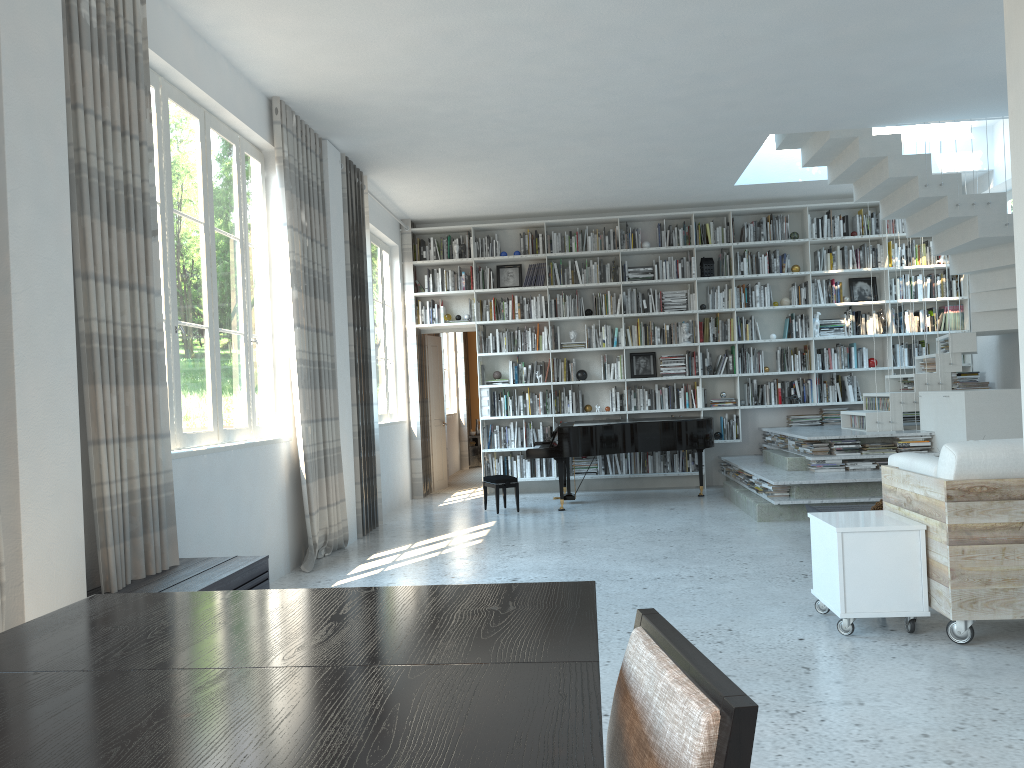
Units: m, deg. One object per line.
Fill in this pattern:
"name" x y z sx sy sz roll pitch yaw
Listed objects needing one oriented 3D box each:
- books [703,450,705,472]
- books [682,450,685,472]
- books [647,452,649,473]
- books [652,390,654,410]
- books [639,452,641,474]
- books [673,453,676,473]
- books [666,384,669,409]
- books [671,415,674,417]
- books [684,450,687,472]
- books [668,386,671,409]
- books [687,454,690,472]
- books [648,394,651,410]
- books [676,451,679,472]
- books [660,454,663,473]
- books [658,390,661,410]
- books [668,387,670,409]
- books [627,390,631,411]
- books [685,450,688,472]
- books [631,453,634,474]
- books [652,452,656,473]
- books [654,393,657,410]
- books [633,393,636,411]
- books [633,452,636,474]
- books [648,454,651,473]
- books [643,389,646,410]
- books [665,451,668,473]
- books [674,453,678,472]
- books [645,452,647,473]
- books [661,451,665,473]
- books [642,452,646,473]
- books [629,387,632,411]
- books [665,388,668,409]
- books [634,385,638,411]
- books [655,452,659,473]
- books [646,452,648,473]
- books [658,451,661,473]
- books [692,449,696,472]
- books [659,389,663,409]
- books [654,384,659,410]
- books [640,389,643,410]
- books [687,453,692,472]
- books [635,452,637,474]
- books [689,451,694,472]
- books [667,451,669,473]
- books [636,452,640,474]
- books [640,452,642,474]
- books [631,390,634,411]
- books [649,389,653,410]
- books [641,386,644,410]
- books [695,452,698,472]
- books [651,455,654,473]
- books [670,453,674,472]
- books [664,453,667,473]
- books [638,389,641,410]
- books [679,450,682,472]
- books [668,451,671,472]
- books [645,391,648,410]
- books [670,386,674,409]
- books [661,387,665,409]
"books" 2.157 0.861 10.117 0.038 0.269 0.277 -3 -1 5
"books" 1.958 0.847 10.184 0.013 0.317 0.186 -3 0 5
"books" 1.564 0.896 10.247 0.012 0.255 0.150 -3 0 5
"books" 1.625 0.182 10.231 0.013 0.230 0.139 -3 0 5
"books" 1.469 0.859 10.242 0.012 0.337 0.144 -3 0 5
"books" 1.865 0.907 10.192 0.010 0.206 0.180 -3 0 5
"books" 1.793 0.147 10.231 0.014 0.286 0.134 -3 0 5
"books" 1.840 0.508 10.143 0.013 0.303 0.181 -3 0 5
"books" 1.982 0.885 10.206 0.028 0.239 0.140 -3 0 5
"books" 1.815 0.158 10.212 0.010 0.261 0.181 -3 0 5
"books" 2.020 0.907 10.198 0.024 0.191 0.155 -3 0 5
"books" 1.575 0.207 10.218 0.029 0.184 0.174 -3 0 5
"books" 1.903 0.862 10.195 0.011 0.292 0.184 -3 0 5
"books" 1.724 0.915 10.228 0.024 0.203 0.144 -3 0 5
"books" 1.694 0.184 10.234 0.025 0.220 0.140 -3 0 5
"books" 1.806 0.163 10.223 0.011 0.251 0.158 -3 0 5
"books" 1.350 0.188 10.260 0.029 0.244 0.154 -3 0 5
"books" 2.000 0.875 10.190 0.011 0.258 0.171 -3 0 5
"books" 1.390 0.903 10.239 0.026 0.256 0.183 -3 0 5
"books" 1.638 0.873 10.234 0.026 0.294 0.155 -3 0 5
"books" 1.643 0.198 10.217 0.023 0.196 0.165 -3 0 5
"books" 1.415 0.203 10.249 0.024 0.208 0.170 -3 0 5
"books" 1.408 0.880 10.238 0.014 0.301 0.184 -3 0 5
"books" 1.582 0.919 10.221 0.028 0.206 0.175 -3 0 5
"books" 1.528 0.180 10.248 0.021 0.244 0.141 -3 0 5
"books" 1.773 0.846 10.206 0.014 0.335 0.183 -3 0 5
"books" 1.885 0.904 10.195 0.029 0.210 0.170 -3 0 5
"books" 1.540 0.906 10.244 0.012 0.239 0.128 -3 0 5
"books" 1.739 0.873 10.213 0.013 0.285 0.185 -3 0 5
"books" 1.523 0.902 10.249 0.022 0.247 0.144 -3 0 5
"books" 1.369 0.171 10.251 0.011 0.275 0.146 -3 0 5
"books" 1.772 0.168 10.209 0.026 0.245 0.191 -3 0 5
"books" 1.440 0.161 10.264 0.027 0.290 0.140 -3 0 5
"books" 1.668 0.902 10.235 0.030 0.234 0.138 -3 0 5
"books" 1.551 0.886 10.247 0.012 0.276 0.154 -3 0 5
"books" 1.696 0.887 10.232 0.028 0.261 0.132 -3 0 5
"books" 2.085 0.872 10.185 0.013 0.256 0.176 -3 0 5
"books" 1.720 0.174 10.225 0.031 0.237 0.159 -3 0 5
"books" 1.666 0.149 10.228 0.026 0.291 0.152 -3 0 5
"books" 1.490 0.180 10.236 0.027 0.245 0.179 -3 0 5
"books" 2.041 0.899 10.186 0.022 0.205 0.191 -3 0 5
"books" 1.423 0.860 10.253 0.014 0.340 0.139 -3 0 5
"books" 2.067 0.887 10.196 0.028 0.227 0.162 -3 0 5
"books" 1.788 0.869 10.206 0.014 0.288 0.184 -3 0 5
"books" 1.453 0.897 10.254 0.025 0.263 0.145 -3 0 5
"books" 1.492 0.871 10.241 0.034 0.311 0.170 -3 0 5
"books" 1.388 0.191 10.239 0.027 0.234 0.167 -3 0 5
"books" 1.603 0.179 10.222 0.029 0.238 0.165 -3 0 5
"books" 1.509 0.161 10.231 0.013 0.282 0.166 -3 0 5
"books" 2.106 0.890 10.177 0.029 0.218 0.191 -3 0 5
"books" 1.614 0.923 10.248 0.030 0.197 0.143 -3 0 5
"books" 1.842 0.905 10.226 0.040 0.212 0.129 -3 0 5
"books" 1.759 0.908 10.216 0.022 0.213 0.167 -3 0 5
"books" 1.466 0.181 10.256 0.024 0.247 0.132 -3 0 5
"books" 1.930 0.881 10.182 0.044 0.251 0.187 -3 0 5
"books" 1.809 0.882 10.220 0.024 0.262 0.131 -3 0 5
"books" 1.549 0.192 10.224 0.023 0.217 0.174 -3 0 5
"books" 1.833 0.155 10.203 0.028 0.264 0.161 -3 0 5
"books" 1.748 0.165 10.238 0.025 0.254 0.136 -3 0 5
